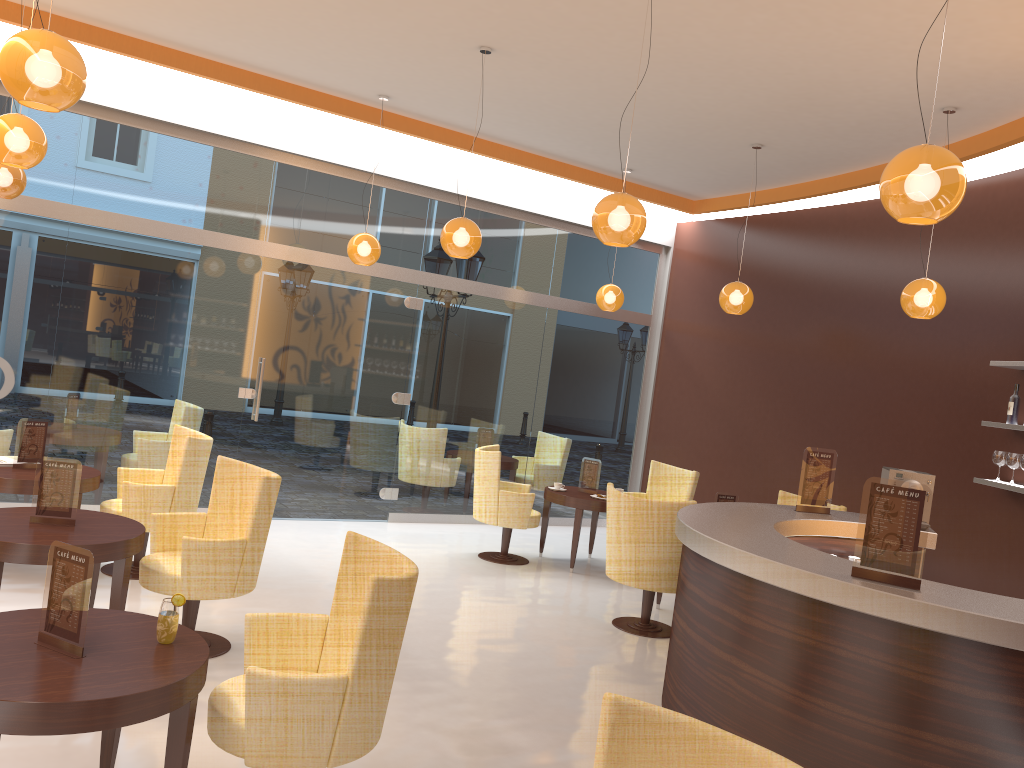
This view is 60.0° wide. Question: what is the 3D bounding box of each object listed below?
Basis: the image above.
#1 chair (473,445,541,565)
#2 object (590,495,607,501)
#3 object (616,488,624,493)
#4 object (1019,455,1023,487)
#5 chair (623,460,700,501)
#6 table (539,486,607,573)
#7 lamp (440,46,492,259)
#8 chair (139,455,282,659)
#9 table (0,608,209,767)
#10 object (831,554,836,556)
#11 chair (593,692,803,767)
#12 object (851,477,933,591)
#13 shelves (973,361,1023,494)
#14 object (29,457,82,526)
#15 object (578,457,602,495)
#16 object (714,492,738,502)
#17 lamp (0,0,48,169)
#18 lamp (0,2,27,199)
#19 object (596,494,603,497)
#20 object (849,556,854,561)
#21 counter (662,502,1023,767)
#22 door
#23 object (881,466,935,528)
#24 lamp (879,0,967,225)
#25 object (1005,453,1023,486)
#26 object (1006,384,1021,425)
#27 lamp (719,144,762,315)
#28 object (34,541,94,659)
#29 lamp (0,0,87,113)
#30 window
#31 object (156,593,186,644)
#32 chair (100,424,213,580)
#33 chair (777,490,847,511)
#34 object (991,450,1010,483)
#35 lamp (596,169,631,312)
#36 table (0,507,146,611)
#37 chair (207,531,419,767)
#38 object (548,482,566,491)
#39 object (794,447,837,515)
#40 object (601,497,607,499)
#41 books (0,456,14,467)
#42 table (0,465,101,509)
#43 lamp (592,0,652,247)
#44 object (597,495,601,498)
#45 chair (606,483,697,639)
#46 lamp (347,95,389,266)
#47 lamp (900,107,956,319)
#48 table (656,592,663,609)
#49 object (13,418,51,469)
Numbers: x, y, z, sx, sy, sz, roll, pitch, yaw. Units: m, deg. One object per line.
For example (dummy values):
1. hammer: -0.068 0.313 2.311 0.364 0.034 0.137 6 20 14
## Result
1. chair: -0.062 1.112 8.218 0.685 1.017 0.729 8 1 0
2. object: 0.852 1.052 8.191 0.234 0.020 0.234 8 1 29
3. object: 1.035 1.045 8.543 0.153 0.069 0.153 7 1 -10
4. object: 3.583 0.609 6.154 0.125 0.221 0.125 7 1 -7
5. chair: 1.427 1.300 8.772 0.685 1.017 0.729 7 1 -29
6. table: 0.699 1.380 8.416 0.872 0.679 0.874 8 1 14
7. lamp: -0.284 -1.653 6.349 0.299 1.500 0.299 7 1 -21
8. chair: -1.703 0.948 4.941 0.685 1.017 0.729 7 1 -35
9. table: -1.472 1.184 2.852 0.872 0.679 0.874 8 1 -1
10. object: 1.979 1.087 5.498 0.073 0.050 0.086 7 1 -11
11. chair: 0.271 1.261 1.777 0.685 1.017 0.729 7 1 -35
12. object: 1.525 0.593 3.558 0.258 0.414 0.052 8 1 27
13. shelves: 3.155 0.273 4.256 0.586 0.902 4.744 8 1 15
14. object: -2.289 0.538 4.456 0.209 0.335 0.042 7 1 -14
15. object: 0.742 0.874 8.445 0.209 0.335 0.042 8 1 33
16. object: 1.672 1.021 6.976 0.209 0.335 0.042 7 1 -18
17. lamp: -2.635 -1.939 4.855 0.299 1.500 0.299 7 1 -32
18. lamp: -3.584 -2.090 6.377 0.299 1.500 0.299 7 1 -32
19. object: 0.812 1.031 8.209 0.052 0.016 0.055 7 1 -33
20. object: 2.138 1.108 5.536 0.073 0.050 0.086 7 1 -17
21. counter: 1.595 1.347 4.669 1.586 1.100 2.917 8 1 13
22. door: -1.828 0.120 8.812 1.640 2.499 0.020 7 1 -32
23. object: 2.514 0.727 5.647 0.270 0.340 0.373 8 1 13
24. lamp: 1.614 -1.352 3.305 0.299 1.500 0.299 7 1 -14
25. object: 3.575 0.605 6.317 0.125 0.221 0.125 7 1 -7
26. object: 3.620 0.147 6.389 0.073 0.297 0.073 7 1 -23
27. lamp: 2.066 -1.366 7.843 0.299 1.500 0.299 8 1 36
28. object: -0.895 0.762 2.041 0.187 0.335 2.090 7 1 -36
29. lamp: -1.686 -1.789 3.333 0.299 1.500 0.299 7 1 -7
30. window: -1.762 -0.375 8.803 8.200 3.380 0.040 7 1 -32
31. object: -1.164 0.794 3.011 0.067 0.171 0.072 8 1 40
32. chair: -2.525 0.818 6.260 0.685 1.017 0.729 7 1 -29
33. chair: 2.317 1.441 7.365 0.685 1.017 0.729 7 1 -25
34. object: 3.562 0.601 6.475 0.125 0.221 0.125 7 1 -7
35. lamp: 1.117 -1.517 9.365 0.299 1.500 0.299 8 1 25
36. table: -2.350 1.041 4.456 0.872 0.679 0.874 8 1 4
37. chair: -0.744 1.103 3.243 0.685 1.017 0.729 7 1 -15
38. object: 0.430 0.968 8.357 0.153 0.069 0.153 7 1 -32
39. object: 1.941 0.614 5.642 0.258 0.414 0.052 7 1 -18
40. object: 0.847 1.045 8.151 0.055 0.014 0.053 8 1 41
41. books: -3.425 0.518 5.963 0.273 0.028 0.339 8 1 33
42. table: -3.253 0.898 5.904 0.872 0.679 0.874 8 1 14
43. lamp: 0.665 -1.502 4.827 0.299 1.500 0.299 8 1 36
44. object: 0.808 1.040 8.174 0.054 0.018 0.051 8 1 15
45. chair: 1.004 1.282 6.465 0.729 1.017 0.685 8 1 36
46. lamp: -1.233 -1.803 7.871 0.299 1.500 0.299 8 1 32
47. lamp: 3.016 -1.216 6.321 0.299 1.500 0.299 8 1 36
48. table: 1.595 1.522 6.996 0.872 0.679 0.874 8 1 14
49. object: -3.187 0.396 5.896 0.042 0.335 0.209 8 1 41
